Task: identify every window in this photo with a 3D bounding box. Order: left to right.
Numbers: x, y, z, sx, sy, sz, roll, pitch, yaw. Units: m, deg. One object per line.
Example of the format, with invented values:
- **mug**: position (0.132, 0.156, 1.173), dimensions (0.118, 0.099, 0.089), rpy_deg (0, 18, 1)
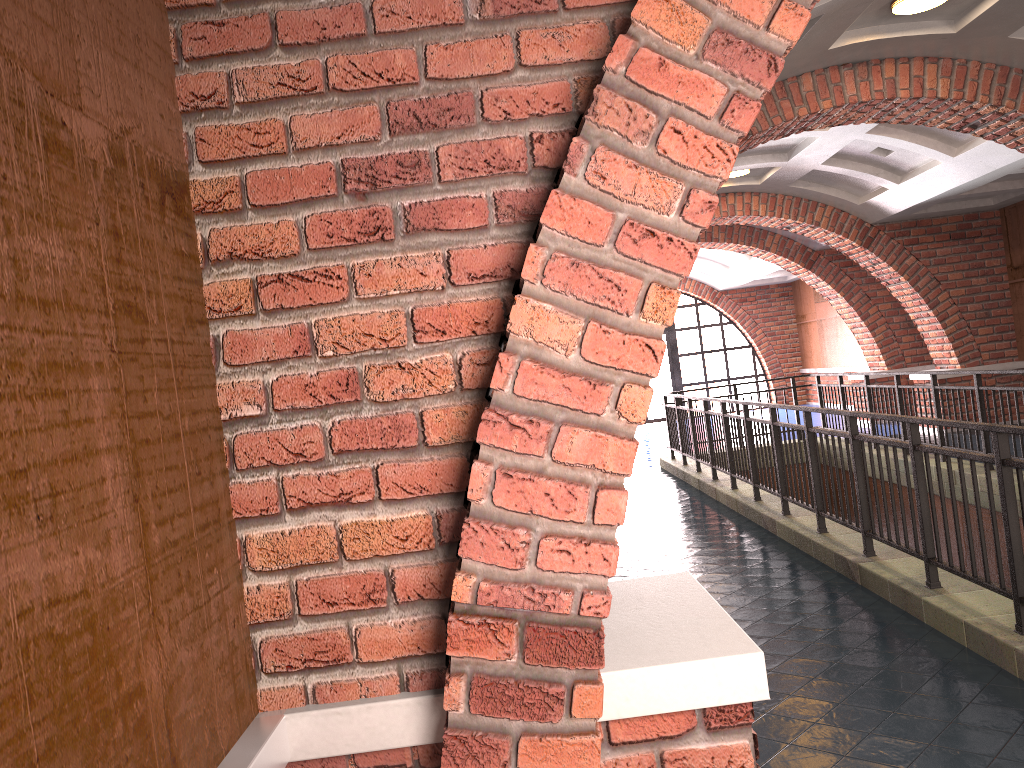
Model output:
- **window**: position (3.128, -0.686, 21.969), dimensions (6.353, 3.471, 0.100), rpy_deg (-8, 0, 0)

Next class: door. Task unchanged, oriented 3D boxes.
- **door**: position (3.150, -0.116, 21.977), dimensions (1.754, 2.236, 0.040), rpy_deg (-8, 0, 0)

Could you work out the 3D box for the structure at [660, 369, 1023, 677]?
- **structure**: position (3.597, 2.829, 7.448), dimensions (2.464, 5.665, 11.177), rpy_deg (-8, 0, 0)
